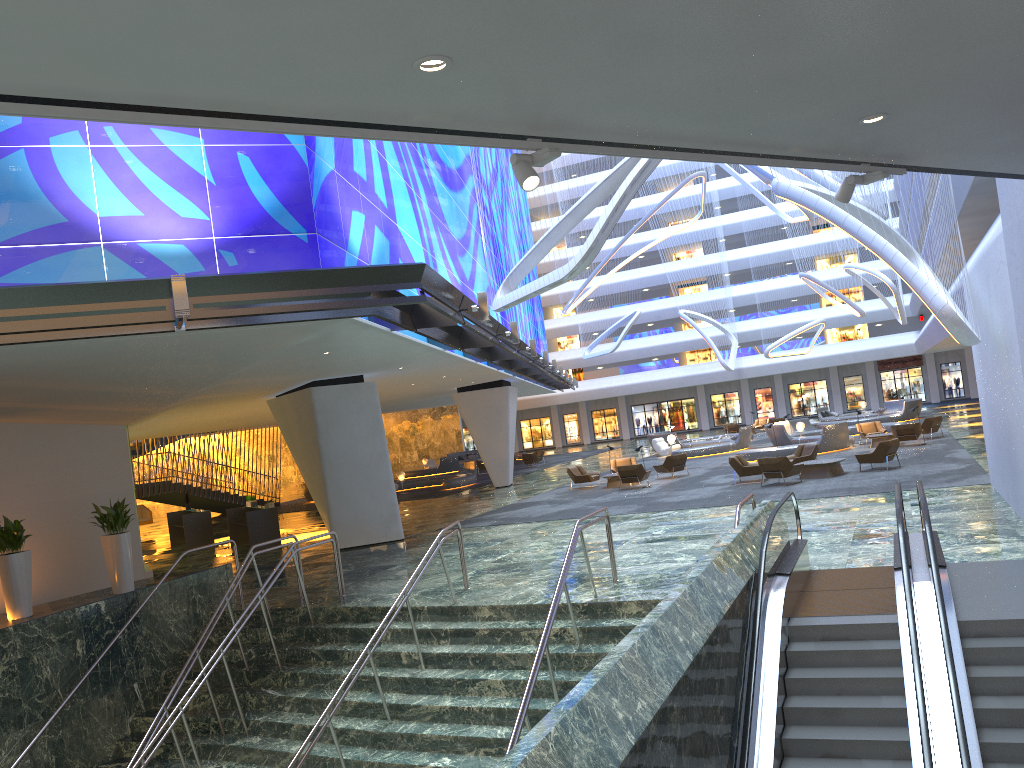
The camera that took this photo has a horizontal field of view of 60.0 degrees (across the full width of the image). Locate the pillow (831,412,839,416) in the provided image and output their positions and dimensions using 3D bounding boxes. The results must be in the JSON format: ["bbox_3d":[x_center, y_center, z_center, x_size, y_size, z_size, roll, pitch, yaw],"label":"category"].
[{"bbox_3d":[18.806,1.760,51.954,0.683,0.280,0.876,-6,-3,-29],"label":"pillow"}]

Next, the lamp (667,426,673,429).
[{"bbox_3d":[8.137,2.776,45.345,0.384,1.300,0.201,-8,-1,16],"label":"lamp"}]

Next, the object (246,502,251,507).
[{"bbox_3d":[-7.668,3.509,25.895,0.150,0.145,0.150,-7,-2,-33],"label":"object"}]

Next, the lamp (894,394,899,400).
[{"bbox_3d":[20.629,1.198,47.360,0.385,1.300,0.201,-8,-1,23],"label":"lamp"}]

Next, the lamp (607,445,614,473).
[{"bbox_3d":[3.452,2.751,30.601,0.202,1.300,0.383,-8,-1,40],"label":"lamp"}]

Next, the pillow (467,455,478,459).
[{"bbox_3d":[-2.732,5.013,61.078,0.693,0.262,0.877,-8,-2,14],"label":"pillow"}]

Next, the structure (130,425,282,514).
[{"bbox_3d":[-16.957,3.843,43.178,12.003,6.244,16.473,-8,-2,23],"label":"structure"}]

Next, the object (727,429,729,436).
[{"bbox_3d":[10.811,2.446,44.404,0.066,0.355,0.076,-7,-1,-10],"label":"object"}]

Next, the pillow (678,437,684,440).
[{"bbox_3d":[8.774,2.908,46.688,0.443,0.207,0.445,-7,-2,-15],"label":"pillow"}]

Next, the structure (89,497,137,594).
[{"bbox_3d":[-8.505,3.469,19.079,1.022,2.050,0.773,-8,-1,2],"label":"structure"}]

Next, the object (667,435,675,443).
[{"bbox_3d":[7.318,2.522,40.666,0.367,0.387,0.318,-8,-1,5],"label":"object"}]

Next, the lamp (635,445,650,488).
[{"bbox_3d":[3.983,2.528,27.139,0.385,1.300,0.201,-8,-1,41],"label":"lamp"}]

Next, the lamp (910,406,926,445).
[{"bbox_3d":[13.355,1.367,29.174,0.385,1.300,0.201,-8,-1,41],"label":"lamp"}]

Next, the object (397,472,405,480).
[{"bbox_3d":[-4.957,4.116,39.670,0.319,0.387,0.366,-8,-2,30],"label":"object"}]

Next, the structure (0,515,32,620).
[{"bbox_3d":[-9.766,3.561,17.359,0.772,2.050,1.023,-8,-1,-6],"label":"structure"}]

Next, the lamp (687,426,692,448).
[{"bbox_3d":[8.026,2.550,39.889,0.202,1.300,0.384,-8,-1,-1],"label":"lamp"}]

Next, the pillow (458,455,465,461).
[{"bbox_3d":[-3.596,5.062,60.649,0.316,0.386,0.783,-9,-2,40],"label":"pillow"}]

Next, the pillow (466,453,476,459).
[{"bbox_3d":[-2.775,4.983,61.271,0.773,0.366,0.318,-7,-2,-25],"label":"pillow"}]

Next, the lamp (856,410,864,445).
[{"bbox_3d":[12.823,1.590,32.636,0.202,1.300,0.383,-8,-1,40],"label":"lamp"}]

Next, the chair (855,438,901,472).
[{"bbox_3d":[9.654,1.874,23.315,0.927,0.766,0.941,-6,-2,-42],"label":"chair"}]

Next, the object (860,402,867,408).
[{"bbox_3d":[21.027,1.246,53.021,0.367,0.387,0.318,-8,-1,5],"label":"object"}]

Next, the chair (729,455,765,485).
[{"bbox_3d":[6.556,2.341,24.521,0.940,0.766,0.928,-8,-2,25],"label":"chair"}]

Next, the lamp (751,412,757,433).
[{"bbox_3d":[14.413,2.272,52.914,0.383,1.300,0.202,-7,-1,-15],"label":"lamp"}]

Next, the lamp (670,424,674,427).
[{"bbox_3d":[8.673,2.808,47.698,0.201,1.300,0.385,-7,-1,-23],"label":"lamp"}]

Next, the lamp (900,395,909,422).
[{"bbox_3d":[19.290,1.208,43.532,0.201,1.300,0.385,-7,-1,-17],"label":"lamp"}]

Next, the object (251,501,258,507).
[{"bbox_3d":[-7.438,3.464,25.559,0.150,0.145,0.150,-7,-2,-33],"label":"object"}]

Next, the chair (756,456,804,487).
[{"bbox_3d":[6.894,2.221,22.838,0.937,0.766,0.932,-6,-2,-40],"label":"chair"}]

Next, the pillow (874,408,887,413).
[{"bbox_3d":[19.817,1.411,47.608,0.691,0.262,0.879,-7,-2,-15],"label":"pillow"}]

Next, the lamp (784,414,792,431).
[{"bbox_3d":[12.122,1.955,38.782,0.385,1.300,0.201,-8,-1,41],"label":"lamp"}]

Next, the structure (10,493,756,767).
[{"bbox_3d":[-4.129,6.376,4.787,9.321,8.395,19.713,-8,-2,23],"label":"structure"}]

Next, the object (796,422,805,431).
[{"bbox_3d":[11.732,1.730,36.045,0.367,0.387,0.317,-8,-2,30],"label":"object"}]

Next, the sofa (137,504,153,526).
[{"bbox_3d":[-16.409,5.697,35.792,3.410,1.179,1.065,-6,-2,-41],"label":"sofa"}]

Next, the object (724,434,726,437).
[{"bbox_3d":[10.679,2.582,44.368,0.071,0.118,0.151,-8,-2,33],"label":"object"}]

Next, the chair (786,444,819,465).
[{"bbox_3d":[8.280,2.151,25.437,0.937,0.766,0.931,-7,-2,-15],"label":"chair"}]

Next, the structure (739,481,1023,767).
[{"bbox_3d":[1.890,5.445,2.639,3.022,8.235,19.809,-8,-2,23],"label":"structure"}]

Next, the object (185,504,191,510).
[{"bbox_3d":[-10.547,4.005,28.873,0.158,0.181,0.159,-7,-2,-22],"label":"object"}]

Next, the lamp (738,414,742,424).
[{"bbox_3d":[12.870,2.339,49.773,0.201,1.300,0.384,-7,-1,-14],"label":"lamp"}]

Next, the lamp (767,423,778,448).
[{"bbox_3d":[9.175,2.009,31.083,0.385,1.300,0.201,-8,-1,41],"label":"lamp"}]

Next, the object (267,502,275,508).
[{"bbox_3d":[-6.512,3.266,23.924,0.149,0.149,0.149,-7,-2,-32],"label":"object"}]

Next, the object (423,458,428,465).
[{"bbox_3d":[-5.543,4.936,56.508,0.367,0.387,0.317,-8,-2,30],"label":"object"}]

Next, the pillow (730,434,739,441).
[{"bbox_3d":[10.080,2.333,39.054,0.694,0.262,0.876,-9,-3,32],"label":"pillow"}]

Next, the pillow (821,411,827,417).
[{"bbox_3d":[18.291,1.755,51.820,0.296,0.368,0.768,-9,-2,36],"label":"pillow"}]

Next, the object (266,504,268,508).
[{"bbox_3d":[-6.637,3.312,24.134,0.111,0.108,0.108,-7,-2,-32],"label":"object"}]

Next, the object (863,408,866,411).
[{"bbox_3d":[20.130,1.523,50.568,0.131,0.252,0.103,-8,-1,6],"label":"object"}]

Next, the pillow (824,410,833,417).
[{"bbox_3d":[18.491,1.702,51.769,0.316,0.386,0.783,-9,-2,39],"label":"pillow"}]
